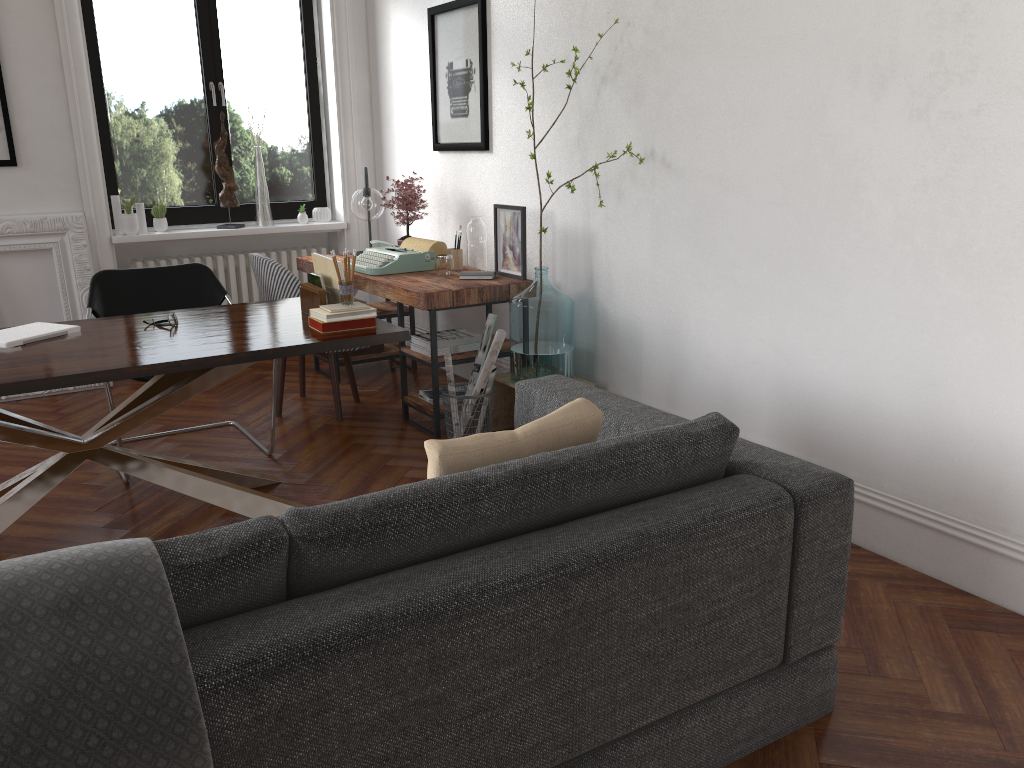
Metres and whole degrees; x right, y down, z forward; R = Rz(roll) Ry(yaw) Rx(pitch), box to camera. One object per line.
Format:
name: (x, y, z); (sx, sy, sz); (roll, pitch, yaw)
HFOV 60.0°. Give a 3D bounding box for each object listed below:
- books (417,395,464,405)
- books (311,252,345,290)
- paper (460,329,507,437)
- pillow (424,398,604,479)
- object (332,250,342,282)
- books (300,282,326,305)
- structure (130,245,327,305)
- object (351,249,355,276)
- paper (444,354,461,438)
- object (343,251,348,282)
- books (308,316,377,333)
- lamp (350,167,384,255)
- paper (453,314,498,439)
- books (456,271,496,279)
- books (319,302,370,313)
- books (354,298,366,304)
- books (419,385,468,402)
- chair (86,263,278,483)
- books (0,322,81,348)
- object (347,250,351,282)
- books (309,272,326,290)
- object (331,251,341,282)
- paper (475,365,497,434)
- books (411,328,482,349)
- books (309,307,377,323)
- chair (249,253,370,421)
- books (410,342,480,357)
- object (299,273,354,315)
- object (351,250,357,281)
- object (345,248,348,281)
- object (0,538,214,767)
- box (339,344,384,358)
books: (-0.336, 0.065, 4.681); (0.267, 0.014, 0.195); (-11, 18, -32)
books: (-0.755, -0.416, 3.697); (0.043, 0.240, 0.308); (-11, 18, -31)
paper: (-0.155, 0.025, 4.198); (0.329, 0.613, 0.046); (11, 20, 36)
pillow: (-0.011, 0.277, 2.152); (0.485, 0.463, 0.224); (-10, 19, -31)
object: (-0.668, -0.421, 3.428); (0.049, 0.194, 0.008); (7, 18, 26)
books: (-0.817, -0.344, 3.649); (0.028, 0.125, 0.220); (-11, 18, -31)
structure: (-1.933, -0.531, 6.245); (1.451, 0.783, 0.224); (-10, 19, -31)
object: (-0.619, -0.424, 3.430); (0.038, 0.196, 0.008); (-2, 16, -5)
paper: (-0.282, 0.086, 4.267); (0.073, 0.481, 0.033); (1, 16, 5)
object: (-0.634, -0.412, 3.390); (0.008, 0.194, 0.049); (-3, 16, -8)
books: (-0.652, -0.239, 3.405); (0.215, 0.040, 0.158); (-9, 17, -29)
lamp: (-0.904, -1.079, 5.570); (0.207, 0.553, 0.439); (-3, 16, -8)
paper: (-0.185, -0.025, 4.391); (0.293, 0.629, 0.047); (-13, 20, -37)
books: (-0.197, -0.572, 4.655); (0.213, 0.031, 0.128); (1, 15, 5)
books: (-0.644, -0.297, 3.414); (0.159, 0.008, 0.128); (-10, 17, -29)
books: (-1.060, -0.518, 5.655); (0.190, 0.023, 0.238); (-10, 18, -31)
books: (-0.336, 0.050, 4.676); (0.267, 0.014, 0.195); (-6, 16, -20)
chair: (-1.575, -0.082, 4.178); (0.751, 0.877, 0.742); (-10, 18, -31)
books: (-1.823, -0.184, 3.313); (0.231, 0.026, 0.324); (6, 16, 22)
object: (-0.623, -0.416, 3.397); (0.008, 0.196, 0.036); (-7, 17, -19)
books: (-0.801, -0.381, 3.701); (0.040, 0.158, 0.128); (-11, 19, -31)
object: (-0.666, -0.414, 3.402); (0.049, 0.194, 0.008); (-9, 18, -26)
paper: (-0.131, 0.098, 4.378); (0.126, 0.390, 0.025); (-4, 16, -9)
books: (-0.333, -0.234, 4.563); (0.308, 0.038, 0.224); (-10, 18, -31)
books: (-0.648, -0.274, 3.404); (0.207, 0.029, 0.163); (-11, 18, -33)
chair: (-1.115, -0.282, 4.870); (0.546, 0.905, 0.714); (-13, 20, -38)
books: (-0.336, -0.196, 4.561); (0.308, 0.038, 0.224); (-10, 18, -32)
object: (-0.768, -0.373, 3.668); (0.149, 0.167, 0.227); (-10, 18, -31)
object: (-0.615, -0.421, 3.420); (0.044, 0.195, 0.008); (-1, 16, -2)
object: (-0.643, -0.428, 3.441); (0.008, 0.196, 0.032); (3, 16, 12)
object: (-0.864, 0.513, 1.268); (0.751, 0.390, 0.398); (-10, 18, -31)
box: (-1.038, -0.253, 5.765); (0.317, 0.083, 0.295); (-10, 18, -31)
